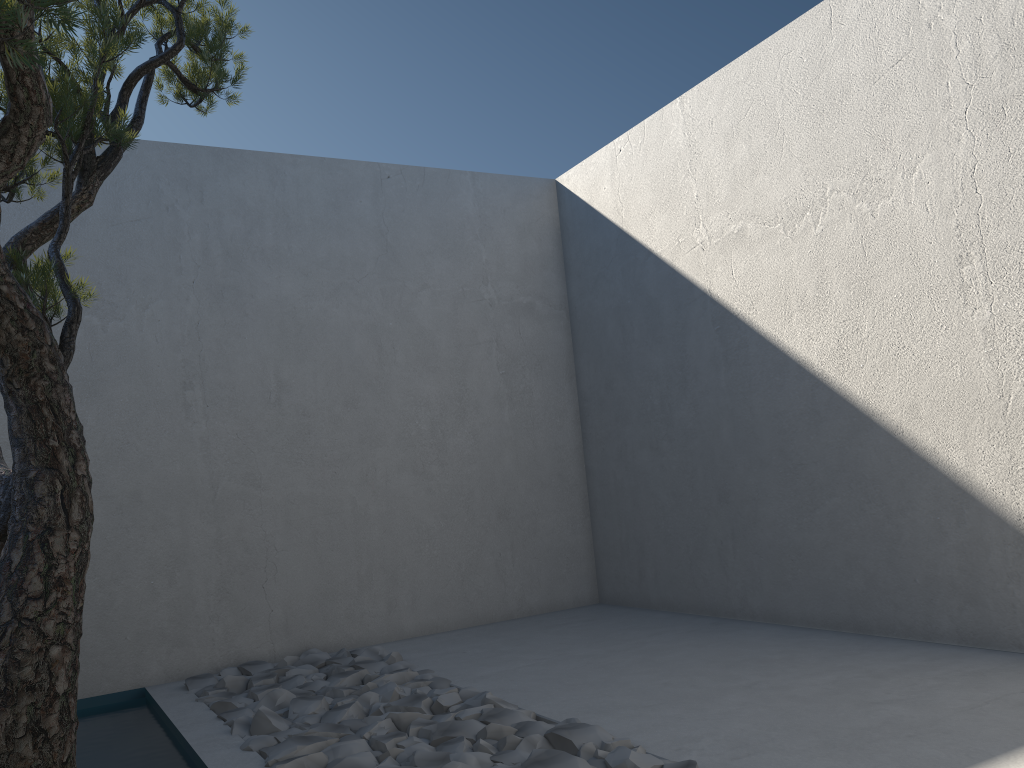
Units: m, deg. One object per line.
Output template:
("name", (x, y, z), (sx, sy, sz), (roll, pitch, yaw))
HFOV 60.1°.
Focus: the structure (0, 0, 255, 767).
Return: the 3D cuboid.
("structure", (-1.176, -0.416, 1.320), (2.582, 3.456, 2.536), (-3, -5, -36))
